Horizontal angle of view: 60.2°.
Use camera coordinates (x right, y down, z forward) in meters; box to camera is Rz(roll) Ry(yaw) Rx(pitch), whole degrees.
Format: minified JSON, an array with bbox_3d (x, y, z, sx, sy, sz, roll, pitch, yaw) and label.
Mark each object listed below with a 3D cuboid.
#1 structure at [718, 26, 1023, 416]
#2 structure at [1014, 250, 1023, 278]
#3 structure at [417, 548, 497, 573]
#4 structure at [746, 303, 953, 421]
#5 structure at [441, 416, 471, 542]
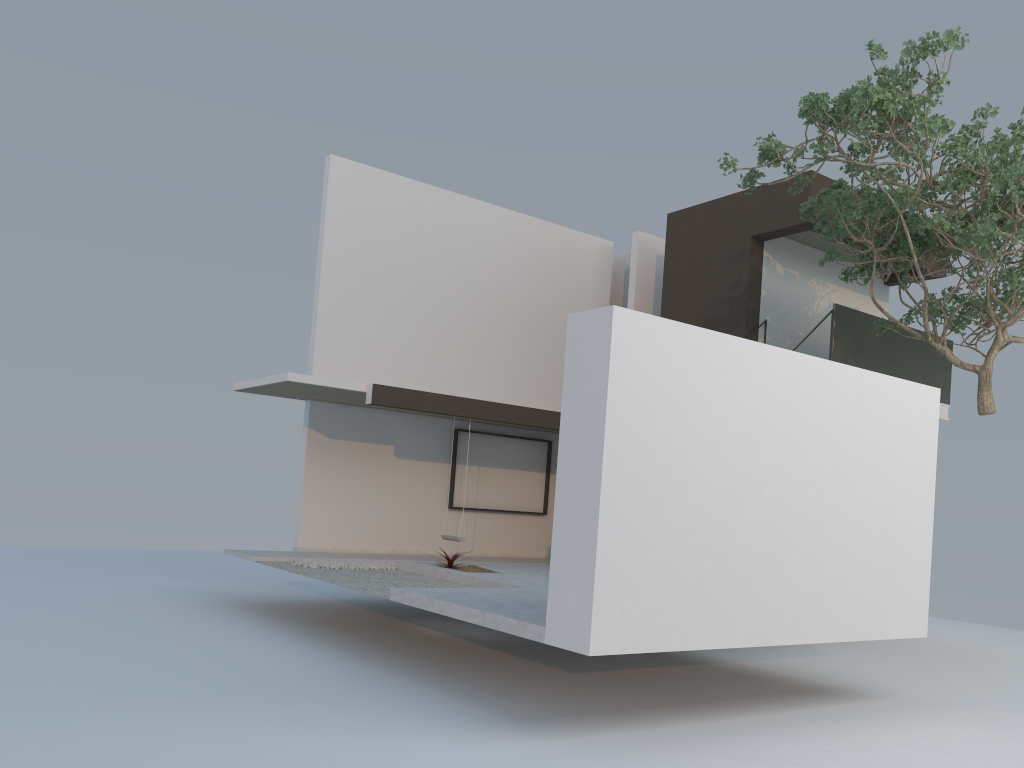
[{"bbox_3d":[5.321,-1.495,10.066,4.330,3.684,5.787,1,-7,34],"label":"structure"},{"bbox_3d":[10.996,-0.752,13.437,5.503,4.682,7.355,1,-7,34],"label":"structure"},{"bbox_3d":[-0.645,2.246,11.095,0.750,0.290,1.205,9,-9,-35],"label":"structure"},{"bbox_3d":[3.922,0.863,12.580,6.581,3.931,1.158,9,-5,-35],"label":"structure"},{"bbox_3d":[-0.761,1.285,12.478,0.129,1.859,0.462,6,-3,-35],"label":"structure"}]
